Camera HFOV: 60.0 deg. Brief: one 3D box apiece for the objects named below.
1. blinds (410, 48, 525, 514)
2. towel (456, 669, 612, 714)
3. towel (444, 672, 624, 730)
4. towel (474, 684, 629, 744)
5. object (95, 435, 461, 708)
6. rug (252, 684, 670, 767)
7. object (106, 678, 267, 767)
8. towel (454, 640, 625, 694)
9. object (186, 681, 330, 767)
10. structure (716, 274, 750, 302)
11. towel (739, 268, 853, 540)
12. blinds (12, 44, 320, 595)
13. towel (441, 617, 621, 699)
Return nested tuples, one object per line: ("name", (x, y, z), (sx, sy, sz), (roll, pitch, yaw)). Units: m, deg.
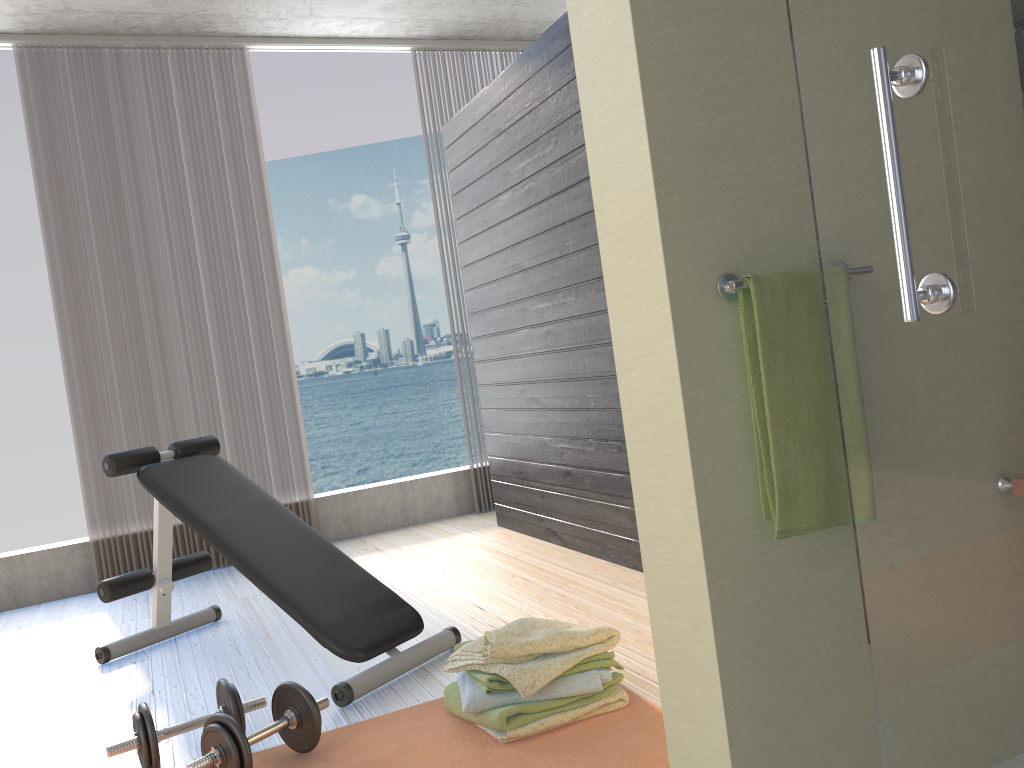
("blinds", (0.107, -0.671, 5.400), (1.133, 2.744, 0.069), (-9, 2, -23))
("towel", (0.051, 0.747, 2.279), (0.383, 0.078, 0.383), (-8, 2, -6))
("towel", (0.047, 0.774, 2.256), (0.380, 0.081, 0.367), (-9, 2, -25))
("towel", (0.071, 0.794, 2.257), (0.376, 0.044, 0.371), (-9, 2, -24))
("object", (-0.875, 0.548, 2.980), (1.312, 0.746, 0.505), (-7, 2, 36))
("rug", (-0.946, 0.976, 1.684), (2.779, 0.002, 0.716), (-9, 2, -23))
("object", (-0.807, 0.856, 2.220), (0.385, 0.176, 0.176), (-9, 2, -31))
("towel", (0.064, 0.708, 2.296), (0.376, 0.085, 0.371), (-9, 2, -18))
("object", (-0.584, 0.819, 2.078), (0.176, 0.176, 0.385), (-7, 2, 39))
("structure", (0.477, -0.176, 1.485), (0.298, 0.046, 0.052), (-9, 2, -23))
("towel", (0.494, 0.026, 1.463), (0.214, 0.433, 0.070), (-9, 2, -28))
("blinds", (-1.744, -0.388, 4.607), (1.133, 2.744, 0.069), (-9, 2, -23))
("towel", (0.044, 0.657, 2.269), (0.384, 0.123, 0.373), (-9, 2, -39))
